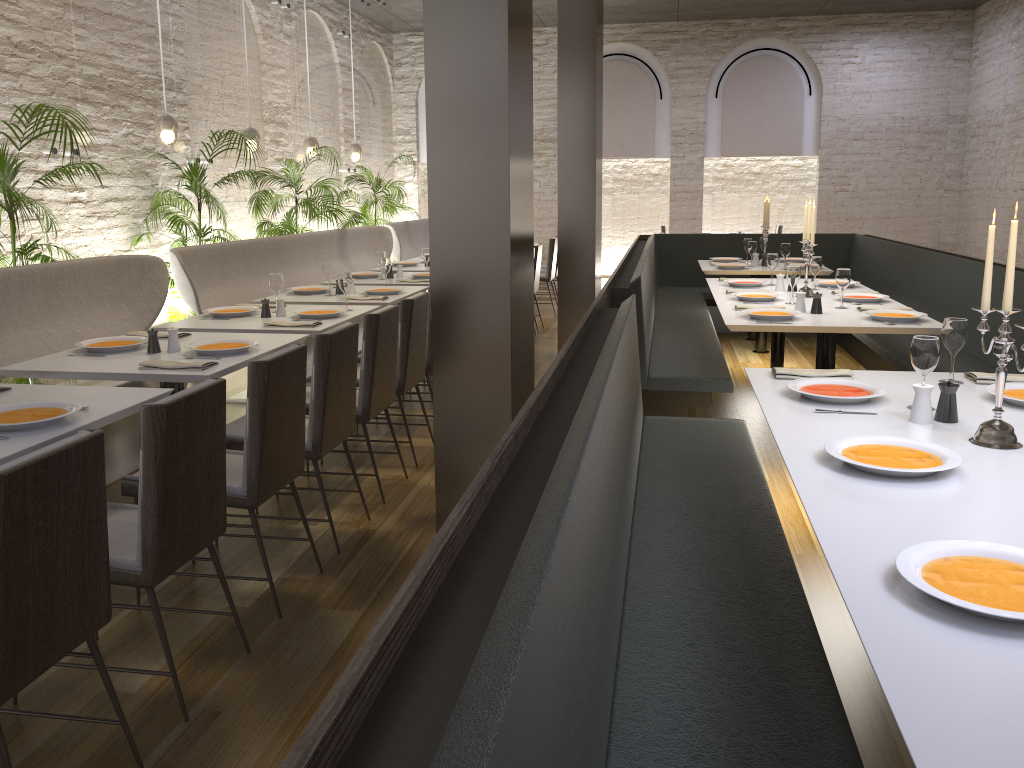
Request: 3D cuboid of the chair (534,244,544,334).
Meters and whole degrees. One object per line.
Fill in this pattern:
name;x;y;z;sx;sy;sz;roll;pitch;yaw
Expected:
chair;0.031;-1.016;9.360;0.566;0.899;0.415;1;11;10

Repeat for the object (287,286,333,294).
object;-1.430;-0.663;6.280;0.322;0.036;0.324;-2;12;-7

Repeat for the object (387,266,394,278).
object;-1.003;-0.926;7.292;0.059;0.109;0.060;0;10;2

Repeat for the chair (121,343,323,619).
chair;-1.048;0.322;3.229;0.566;0.899;0.415;1;11;10

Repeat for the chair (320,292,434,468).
chair;-0.753;-0.043;4.904;0.566;0.899;0.415;1;11;10

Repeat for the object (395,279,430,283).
object;-0.766;-0.810;6.966;0.273;0.033;0.144;2;12;10

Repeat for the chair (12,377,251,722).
chair;-1.154;0.453;2.630;0.566;0.899;0.415;1;11;10

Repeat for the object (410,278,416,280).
object;-0.739;-0.847;7.138;0.181;0.015;0.038;2;12;11

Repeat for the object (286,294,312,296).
object;-1.466;-0.614;6.103;0.185;0.010;0.017;2;12;10

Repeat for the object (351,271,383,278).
object;-1.232;-0.908;7.406;0.322;0.036;0.324;-3;12;-12

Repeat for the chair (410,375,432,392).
chair;-0.460;-0.408;6.573;0.566;0.899;0.415;1;11;10

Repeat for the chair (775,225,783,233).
chair;3.949;-2.051;13.967;0.566;0.899;0.415;1;11;10

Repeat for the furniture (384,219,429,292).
furniture;-1.006;-1.567;11.502;0.707;1.089;2.604;1;12;10

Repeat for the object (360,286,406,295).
object;-0.901;-0.648;6.186;0.322;0.036;0.324;-2;12;-7

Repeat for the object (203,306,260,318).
object;-1.629;-0.416;5.150;0.323;0.036;0.323;11;17;44

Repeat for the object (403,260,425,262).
object;-0.956;-1.221;8.873;0.273;0.033;0.144;2;12;10

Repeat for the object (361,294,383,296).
object;-0.937;-0.601;6.010;0.181;0.015;0.038;2;12;11

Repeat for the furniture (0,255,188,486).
furniture;-2.426;0.194;3.432;0.709;1.089;4.509;1;12;10

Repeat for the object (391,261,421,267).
object;-1.032;-1.156;8.543;0.322;0.036;0.324;-3;12;-12

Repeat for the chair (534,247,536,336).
chair;-0.065;-0.897;8.819;0.566;0.899;0.415;1;11;10

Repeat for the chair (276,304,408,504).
chair;-0.850;0.077;4.354;0.566;0.899;0.415;1;11;10

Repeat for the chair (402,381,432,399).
chair;-0.555;-0.289;6.029;0.566;0.899;0.415;1;11;10

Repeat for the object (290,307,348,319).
object;-1.100;-0.401;5.057;0.323;0.036;0.323;11;17;44

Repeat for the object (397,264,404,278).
object;-0.926;-0.934;7.325;0.059;0.109;0.060;0;10;2

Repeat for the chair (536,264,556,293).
chair;0.465;-1.555;11.832;0.566;0.899;0.415;1;11;10

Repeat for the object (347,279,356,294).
object;-1.125;-0.688;6.198;0.059;0.109;0.060;0;10;2

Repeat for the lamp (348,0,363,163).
lamp;-1.924;-3.708;10.701;0.178;2.026;0.179;-2;10;-11

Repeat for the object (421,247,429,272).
object;-0.728;-1.047;7.562;0.086;0.229;0.087;-8;13;-37

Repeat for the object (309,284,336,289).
object;-1.354;-0.728;6.609;0.273;0.033;0.144;2;12;10

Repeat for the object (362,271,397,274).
object;-1.156;-0.973;7.736;0.273;0.033;0.144;2;12;10

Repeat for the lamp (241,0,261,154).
lamp;-2.403;-3.115;7.980;0.178;2.026;0.179;-1;10;-5

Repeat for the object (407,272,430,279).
object;-0.703;-0.893;7.313;0.322;0.036;0.324;-3;12;-12

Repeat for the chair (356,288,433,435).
chair;-0.657;-0.163;5.452;0.566;0.899;0.415;1;11;10

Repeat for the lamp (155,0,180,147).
lamp;-2.642;-2.818;6.619;0.178;2.026;0.178;5;12;30

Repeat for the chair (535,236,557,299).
chair;0.367;-1.433;11.272;0.566;0.899;0.415;1;11;10

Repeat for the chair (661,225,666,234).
chair;2.657;-2.086;14.190;0.566;0.899;0.415;1;11;10

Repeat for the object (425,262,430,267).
object;-0.803;-1.174;8.429;0.059;0.109;0.060;0;10;2

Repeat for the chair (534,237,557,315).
chair;0.271;-1.314;10.727;0.566;0.899;0.415;1;11;10

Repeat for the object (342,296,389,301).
object;-0.964;-0.564;5.838;0.273;0.033;0.144;2;12;10

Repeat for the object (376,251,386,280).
object;-1.056;-0.958;7.165;0.086;0.229;0.087;-8;13;-37

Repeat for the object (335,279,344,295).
object;-1.202;-0.680;6.165;0.059;0.109;0.060;0;10;2

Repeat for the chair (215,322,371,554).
chair;-0.952;0.202;3.777;0.566;0.899;0.415;1;11;10

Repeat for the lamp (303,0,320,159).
lamp;-2.161;-3.414;9.354;0.178;2.026;0.179;-2;10;-11

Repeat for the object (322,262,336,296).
object;-1.250;-0.718;6.063;0.087;0.229;0.086;-7;12;-32

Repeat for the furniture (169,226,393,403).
furniture;-1.634;-0.788;7.935;0.709;1.089;4.509;1;12;10

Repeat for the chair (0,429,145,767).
chair;-1.255;0.578;2.053;0.566;0.899;0.415;1;11;10

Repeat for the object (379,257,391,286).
object;-0.922;-0.807;6.459;0.086;0.229;0.086;2;11;16
